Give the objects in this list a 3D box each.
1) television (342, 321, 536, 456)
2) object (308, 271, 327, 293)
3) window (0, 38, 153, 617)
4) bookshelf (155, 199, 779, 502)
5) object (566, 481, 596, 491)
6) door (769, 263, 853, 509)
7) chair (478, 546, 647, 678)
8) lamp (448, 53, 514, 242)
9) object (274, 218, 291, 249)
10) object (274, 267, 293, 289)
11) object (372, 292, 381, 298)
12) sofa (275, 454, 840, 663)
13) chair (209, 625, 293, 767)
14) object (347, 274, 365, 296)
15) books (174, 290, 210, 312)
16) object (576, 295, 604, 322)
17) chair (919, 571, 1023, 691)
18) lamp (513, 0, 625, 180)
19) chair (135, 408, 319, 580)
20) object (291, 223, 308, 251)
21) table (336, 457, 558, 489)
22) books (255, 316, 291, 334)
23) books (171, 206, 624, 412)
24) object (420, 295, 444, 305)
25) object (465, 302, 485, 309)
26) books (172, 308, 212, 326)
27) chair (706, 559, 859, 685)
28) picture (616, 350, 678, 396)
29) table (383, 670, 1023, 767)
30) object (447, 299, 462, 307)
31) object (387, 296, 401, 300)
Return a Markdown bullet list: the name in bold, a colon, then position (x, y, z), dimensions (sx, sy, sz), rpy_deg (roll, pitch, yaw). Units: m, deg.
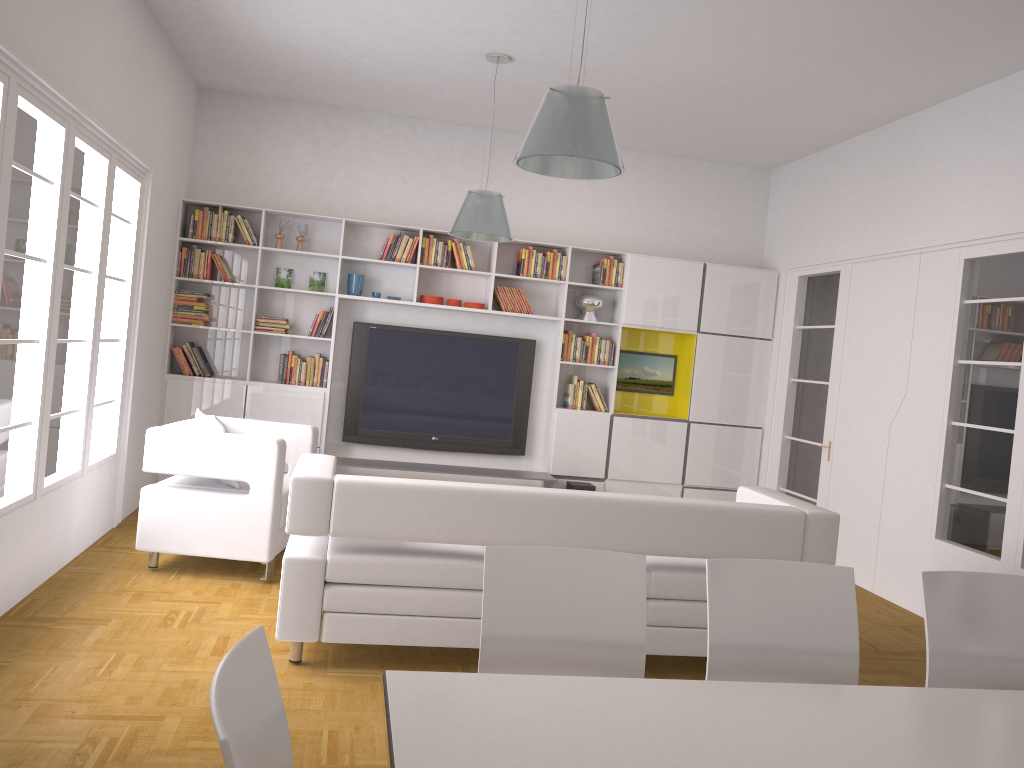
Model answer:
- **television**: position (-0.648, 0.060, 8.028), dimensions (1.659, 1.087, 0.082), rpy_deg (5, 1, -10)
- **object**: position (-1.717, -0.898, 7.822), dimensions (0.144, 0.190, 0.052), rpy_deg (5, 1, -10)
- **window**: position (-2.415, -0.185, 4.536), dimensions (0.195, 2.527, 3.353), rpy_deg (5, 2, -10)
- **bookshelf**: position (-0.271, -0.072, 8.026), dimensions (5.363, 2.479, 0.390), rpy_deg (5, 1, -10)
- **object**: position (0.588, 1.070, 7.779), dimensions (0.211, 0.391, 0.217), rpy_deg (5, 1, -10)
- **door**: position (2.531, 0.231, 7.605), dimensions (0.139, 2.453, 1.009), rpy_deg (5, 1, -10)
- **chair**: position (0.152, 0.951, 2.301), dimensions (0.561, 0.931, 0.576), rpy_deg (5, 1, -10)
- **lamp**: position (-0.155, -1.641, 6.143), dimensions (0.464, 1.249, 0.465), rpy_deg (5, 1, -11)
- **object**: position (-1.987, -1.293, 7.675), dimensions (0.120, 0.279, 0.179), rpy_deg (6, 1, -5)
- **object**: position (-2.000, -0.924, 7.770), dimensions (0.144, 0.190, 0.052), rpy_deg (5, 1, -10)
- **object**: position (-1.193, -0.777, 7.798), dimensions (0.078, 0.056, 0.078), rpy_deg (6, 2, 15)
- **sofa**: position (0.210, 0.908, 4.485), dimensions (2.621, 0.848, 0.823), rpy_deg (5, 1, -10)
- **chair**: position (-0.233, 0.942, 1.456), dimensions (0.575, 0.931, 0.561), rpy_deg (5, 1, -10)
- **object**: position (-1.371, -0.862, 7.763), dimensions (0.147, 0.192, 0.147), rpy_deg (5, 1, -21)
- **books**: position (-2.721, -0.709, 7.544), dimensions (0.252, 0.153, 0.207), rpy_deg (5, 2, -10)
- **object**: position (0.710, -0.690, 8.151), dimensions (0.256, 0.239, 0.257), rpy_deg (6, 1, -3)
- **chair**: position (1.486, 1.073, 2.544), dimensions (0.561, 0.931, 0.576), rpy_deg (5, 1, -10)
- **lamp**: position (0.294, -1.510, 3.641), dimensions (0.464, 1.249, 0.465), rpy_deg (5, 1, -11)
- **chair**: position (-1.755, 0.629, 5.654), dimensions (0.801, 0.911, 1.097), rpy_deg (6, 1, -1)
- **object**: position (-1.873, -1.273, 7.713), dimensions (0.179, 0.260, 0.119), rpy_deg (6, 1, 10)
- **table**: position (-0.637, 0.935, 7.591), dimensions (1.972, 0.434, 0.438), rpy_deg (5, 1, -10)
- **books**: position (-2.065, -0.499, 7.669), dimensions (0.283, 0.153, 0.207), rpy_deg (5, 2, -10)
- **books**: position (-0.944, -0.635, 7.852), dimensions (3.861, 1.455, 0.235), rpy_deg (5, 1, -10)
- **object**: position (-0.715, -0.743, 7.897), dimensions (0.210, 0.073, 0.211), rpy_deg (4, 2, -36)
- **object**: position (-0.336, -0.697, 7.947), dimensions (0.182, 0.054, 0.183), rpy_deg (5, 2, -14)
- **books**: position (-2.720, -0.559, 7.549), dimensions (0.283, 0.153, 0.207), rpy_deg (5, 2, -10)
- **chair**: position (0.799, 1.010, 2.419), dimensions (0.561, 0.931, 0.576), rpy_deg (5, 1, -10)
- **picture**: position (1.262, -0.106, 8.405), dimensions (0.608, 0.388, 0.007), rpy_deg (5, 1, -10)
- **table**: position (0.957, 1.153, 1.659), dimensions (2.410, 0.722, 1.212), rpy_deg (5, 2, -10)
- **object**: position (-0.516, -0.718, 7.933), dimensions (0.128, 0.073, 0.129), rpy_deg (5, 2, -14)
- **object**: position (-1.041, -0.751, 7.826), dimensions (0.124, 0.032, 0.124), rpy_deg (5, 2, -25)
